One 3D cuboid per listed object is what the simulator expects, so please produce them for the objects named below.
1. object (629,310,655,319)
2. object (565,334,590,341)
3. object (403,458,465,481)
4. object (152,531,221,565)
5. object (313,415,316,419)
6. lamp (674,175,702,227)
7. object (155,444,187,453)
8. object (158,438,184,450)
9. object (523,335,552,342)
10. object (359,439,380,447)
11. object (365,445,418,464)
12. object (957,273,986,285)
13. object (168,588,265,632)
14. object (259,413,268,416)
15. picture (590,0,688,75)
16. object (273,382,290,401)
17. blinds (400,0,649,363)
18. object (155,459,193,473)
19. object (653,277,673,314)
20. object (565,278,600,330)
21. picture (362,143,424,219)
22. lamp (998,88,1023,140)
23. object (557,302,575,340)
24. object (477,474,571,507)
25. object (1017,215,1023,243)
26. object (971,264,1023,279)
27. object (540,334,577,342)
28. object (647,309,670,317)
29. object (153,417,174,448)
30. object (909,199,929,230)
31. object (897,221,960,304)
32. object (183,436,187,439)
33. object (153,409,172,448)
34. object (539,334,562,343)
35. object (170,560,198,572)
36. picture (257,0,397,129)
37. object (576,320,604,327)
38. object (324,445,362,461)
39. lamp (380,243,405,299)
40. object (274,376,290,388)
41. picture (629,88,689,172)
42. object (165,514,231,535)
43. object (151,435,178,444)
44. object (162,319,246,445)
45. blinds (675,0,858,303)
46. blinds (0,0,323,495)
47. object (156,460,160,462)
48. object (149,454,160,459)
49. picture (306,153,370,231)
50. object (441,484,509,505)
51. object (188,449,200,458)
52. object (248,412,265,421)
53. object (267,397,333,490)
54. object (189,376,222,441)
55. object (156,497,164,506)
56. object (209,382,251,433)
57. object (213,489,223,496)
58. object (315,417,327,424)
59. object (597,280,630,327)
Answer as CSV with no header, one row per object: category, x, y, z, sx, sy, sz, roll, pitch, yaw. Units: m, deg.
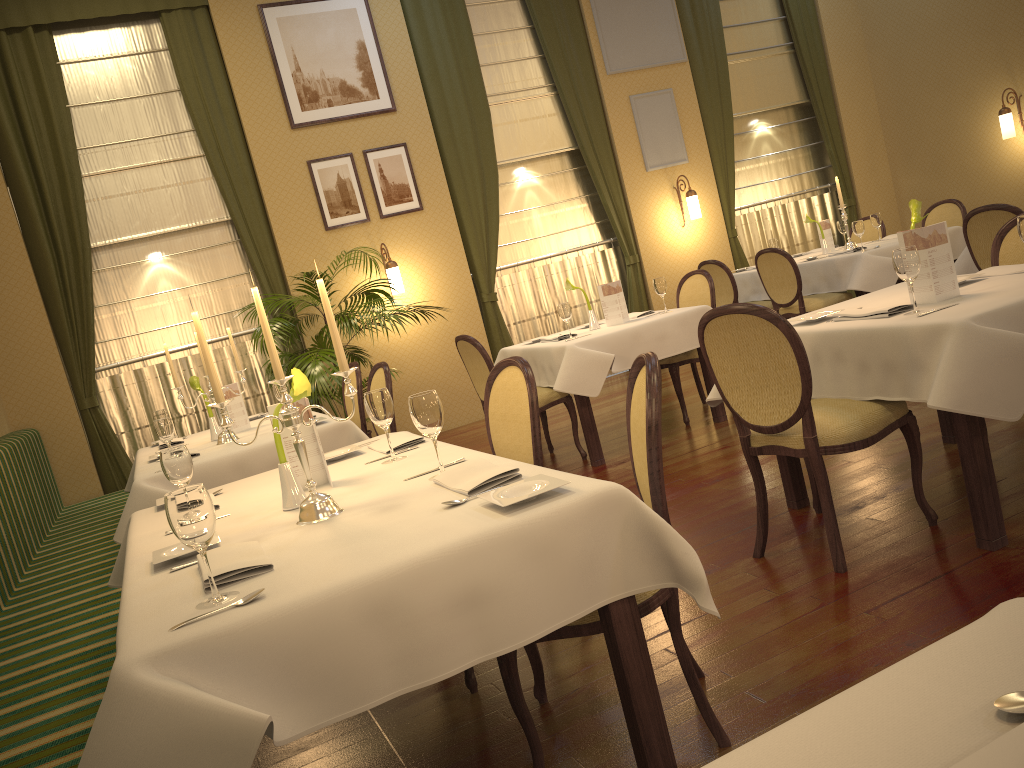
object,0.835,-0.466,6.009,0.142,0.024,0.273,-17,7,-21
object,0.412,-0.290,5.496,0.185,0.010,0.017,-17,7,-20
object,-0.215,0.237,2.466,0.185,0.010,0.017,-17,7,-21
object,-0.805,0.414,2.198,0.160,0.024,0.160,-17,7,-21
object,-1.123,0.192,4.694,0.142,0.033,0.273,-17,7,-21
lamp,1.748,-1.858,8.980,0.114,0.513,0.323,-19,8,-32
object,-1.939,0.366,5.060,0.185,0.010,0.017,-17,7,-20
object,-2.048,0.353,5.328,0.142,0.033,0.273,-17,7,-21
object,0.173,-0.296,6.002,0.160,0.024,0.160,-17,7,-21
object,-0.538,0.220,3.278,0.181,0.015,0.038,-17,7,-20
object,-0.393,0.231,2.898,0.185,0.010,0.017,-17,7,-21
object,1.755,-0.401,3.511,0.160,0.024,0.160,-17,7,-21
object,-0.548,0.419,1.648,0.181,0.015,0.038,-17,7,-20
object,-1.570,0.183,5.773,0.181,0.015,0.038,-17,7,-20
picture,1.251,-3.707,8.909,0.966,1.057,0.027,-17,7,-21
object,-1.241,0.098,4.850,0.088,0.229,0.088,-11,7,26
blinds,0.195,-2.172,8.560,1.878,4.537,0.129,-17,7,-21
object,-1.579,0.382,4.143,0.181,0.015,0.038,-17,7,-20
object,0.961,-0.566,5.669,0.088,0.229,0.088,-11,7,26
object,0.457,-0.529,5.805,0.163,0.375,0.076,-14,7,0
picture,-1.068,-1.831,7.983,0.412,0.619,0.022,-17,7,-21
lamp,4.819,-2.596,8.563,0.323,0.513,0.114,-19,8,-32
object,0.345,-0.394,5.558,0.088,0.229,0.088,-11,7,26
object,0.026,0.237,1.903,0.160,0.024,0.160,-17,7,-21
object,1.846,-0.486,3.129,0.088,0.229,0.088,-12,7,20
object,1.963,-0.450,3.482,0.142,0.024,0.273,-17,7,-21
object,0.302,-0.304,5.764,0.142,0.033,0.273,-17,7,-21
object,0.947,-0.462,5.777,0.185,0.010,0.017,-17,7,-21
object,-1.634,0.276,4.214,0.088,0.229,0.088,-11,7,26
object,1.529,-0.505,3.333,0.076,0.375,0.163,-8,9,45
object,1.507,-0.431,3.207,0.166,0.277,0.081,-11,7,25
object,-2.097,0.353,5.488,0.181,0.015,0.038,-17,7,-20
object,-2.005,0.262,5.122,0.088,0.229,0.088,-11,7,26
object,0.254,-0.304,5.924,0.181,0.015,0.038,-17,7,-20
object,-0.715,0.410,2.100,0.185,0.010,0.017,-17,7,-20
picture,-1.597,-2.835,7.746,0.966,1.057,0.027,-17,7,-21
object,0.543,-0.408,6.137,0.160,0.024,0.160,-17,7,-21
object,-0.616,0.254,3.125,0.160,0.024,0.160,-17,7,-21
lamp,-1.097,-0.987,7.817,0.114,0.513,0.323,-19,8,-32
object,-1.360,0.073,5.311,0.088,0.229,0.088,-11,7,26
picture,1.505,-2.589,9.030,0.512,0.769,0.027,-17,7,-21
object,-0.908,0.403,2.566,0.185,0.010,0.017,-17,7,-20
object,-2.178,0.360,5.566,0.160,0.024,0.160,-17,7,-21
object,-1.576,-0.007,4.638,0.390,0.655,0.131,-16,7,-16
blinds,2.793,-2.968,9.623,1.876,4.537,0.129,-17,7,-21
blinds,-2.933,-1.216,7.293,1.934,4.537,0.225,-17,7,-22
object,-1.746,0.373,4.594,0.185,0.010,0.017,-17,7,-20
object,-1.836,0.378,4.693,0.160,0.024,0.160,-17,7,-21
picture,-1.521,-1.692,7.798,0.412,0.619,0.022,-17,7,-21
object,-0.076,0.252,2.029,0.181,0.015,0.038,-17,7,-20
object,-1.645,0.356,4.445,0.142,0.033,0.273,-17,7,-21
object,-1.648,0.217,5.619,0.160,0.024,0.160,-17,7,-21
object,-0.612,0.178,2.665,0.166,0.277,0.081,-11,8,30
object,-1.706,0.131,4.944,0.076,0.375,0.163,-19,8,-34
object,-1.146,0.397,3.071,0.160,0.024,0.160,-17,7,-21
object,-1.615,0.146,5.060,0.166,0.277,0.081,-15,7,-5
object,-1.065,0.389,2.993,0.181,0.015,0.038,-17,7,-20
object,-1.005,0.200,4.397,0.160,0.024,0.160,-17,7,-21
object,0.673,-0.523,5.736,0.166,0.277,0.081,-16,7,-15
